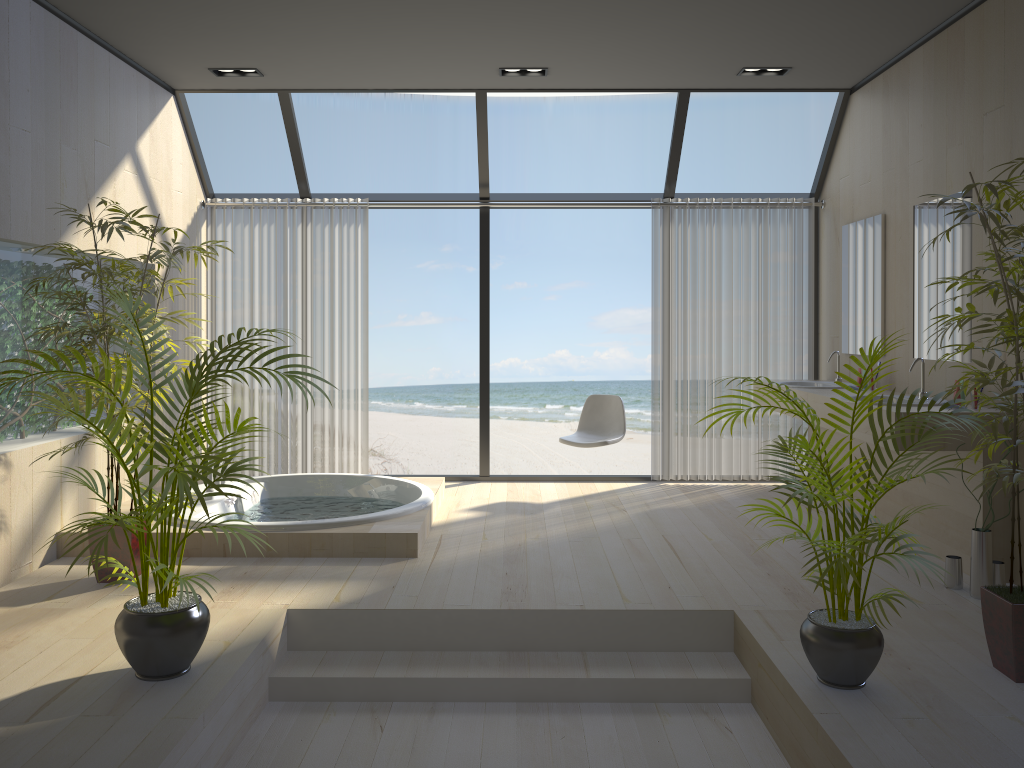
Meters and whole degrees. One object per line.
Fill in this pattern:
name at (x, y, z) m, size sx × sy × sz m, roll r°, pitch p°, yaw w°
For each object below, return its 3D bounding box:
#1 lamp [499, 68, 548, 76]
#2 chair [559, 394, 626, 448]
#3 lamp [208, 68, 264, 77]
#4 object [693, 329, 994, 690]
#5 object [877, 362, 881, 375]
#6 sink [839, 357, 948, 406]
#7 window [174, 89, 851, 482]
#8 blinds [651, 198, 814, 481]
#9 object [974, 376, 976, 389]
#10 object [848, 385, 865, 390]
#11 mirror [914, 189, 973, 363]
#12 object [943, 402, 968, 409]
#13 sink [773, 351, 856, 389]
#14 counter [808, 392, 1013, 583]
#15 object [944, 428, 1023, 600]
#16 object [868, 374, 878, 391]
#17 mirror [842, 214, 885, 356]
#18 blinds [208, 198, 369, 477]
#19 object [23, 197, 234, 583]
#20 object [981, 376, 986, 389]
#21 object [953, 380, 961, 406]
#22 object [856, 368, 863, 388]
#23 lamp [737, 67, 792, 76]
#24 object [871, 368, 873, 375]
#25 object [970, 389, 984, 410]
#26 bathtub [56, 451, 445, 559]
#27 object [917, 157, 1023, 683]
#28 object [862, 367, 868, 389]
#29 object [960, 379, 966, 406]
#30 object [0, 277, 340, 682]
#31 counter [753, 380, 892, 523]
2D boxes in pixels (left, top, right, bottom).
lamp at (0.071, -2.001, 5.533) m, size 0.301 × 0.112 × 0.164 m, roll 0°, pitch 3°, yaw 0°
chair at (0.574, 0.260, 6.165) m, size 0.369 × 0.347 × 0.455 m, roll 1°, pitch 3°, yaw 29°
lamp at (-1.727, -2.003, 5.545) m, size 0.301 × 0.112 × 0.164 m, roll 0°, pitch 3°, yaw 0°
object at (1.030, 0.391, 2.903) m, size 0.916 × 1.156 × 0.751 m, roll 1°, pitch 2°, yaw 34°
object at (2.197, -0.048, 5.341) m, size 0.054 × 0.175 × 0.012 m, roll 0°, pitch 0°, yaw 26°
sink at (1.965, 0.071, 4.575) m, size 0.504 × 0.419 × 0.575 m, roll 0°, pitch 3°, yaw 4°
window at (-0.006, -0.659, 6.321) m, size 4.560 × 2.813 × 0.745 m, roll 0°, pitch 1°, yaw 0°
blinds at (1.613, -0.329, 6.505) m, size 1.182 × 2.069 × 0.084 m, roll 0°, pitch 0°, yaw 0°
object at (2.156, 0.031, 4.120) m, size 0.012 × 0.178 × 0.050 m, roll 0°, pitch 1°, yaw 40°
object at (2.091, 0.023, 5.371) m, size 0.104 × 0.029 × 0.032 m, roll 3°, pitch 4°, yaw 41°
mirror at (2.286, -0.556, 4.689) m, size 0.023 × 0.868 × 0.654 m, roll 0°, pitch 2°, yaw 0°
object at (2.083, 0.102, 4.165) m, size 0.104 × 0.029 × 0.032 m, roll 3°, pitch 4°, yaw 41°
sink at (1.973, -0.008, 5.781) m, size 0.504 × 0.419 × 0.575 m, roll 0°, pitch 3°, yaw 4°
counter at (2.013, 0.484, 4.611) m, size 0.550 × 0.790 × 1.207 m, roll 0°, pitch 3°, yaw 0°
object at (2.123, 0.549, 3.872) m, size 0.407 × 0.748 × 0.274 m, roll 0°, pitch 1°, yaw -12°
object at (2.183, -0.007, 5.349) m, size 0.058 × 0.100 × 0.058 m, roll 0°, pitch 1°, yaw 7°
mirror at (2.265, -0.624, 5.725) m, size 0.023 × 0.868 × 0.654 m, roll 0°, pitch 2°, yaw 0°
blinds at (-1.641, -0.331, 6.527) m, size 1.182 × 2.069 × 0.084 m, roll 0°, pitch 0°, yaw 0°
object at (-1.871, 0.025, 4.088) m, size 0.787 × 1.755 × 0.936 m, roll 0°, pitch 1°, yaw 25°
object at (2.189, 0.031, 4.135) m, size 0.054 × 0.175 × 0.012 m, roll 0°, pitch 0°, yaw 26°
object at (2.128, 0.049, 4.232) m, size 0.039 × 0.135 × 0.039 m, roll 1°, pitch 1°, yaw 42°
object at (2.136, -0.030, 5.438) m, size 0.039 × 0.135 × 0.039 m, roll 0°, pitch 1°, yaw -41°
lamp at (1.572, -2.000, 5.523) m, size 0.301 × 0.112 × 0.164 m, roll 0°, pitch 3°, yaw 0°
object at (2.164, -0.048, 5.326) m, size 0.012 × 0.178 × 0.050 m, roll 0°, pitch 1°, yaw 40°
object at (2.175, 0.072, 4.143) m, size 0.058 × 0.100 × 0.058 m, roll 0°, pitch 1°, yaw 11°
bathtub at (-1.378, 0.764, 5.271) m, size 1.821 × 0.698 × 1.650 m, roll 0°, pitch 3°, yaw 0°
object at (1.779, 0.102, 2.937) m, size 0.787 × 1.755 × 0.936 m, roll 0°, pitch 1°, yaw 25°
object at (2.203, -0.036, 5.530) m, size 0.039 × 0.135 × 0.039 m, roll 0°, pitch 1°, yaw -41°
object at (2.195, 0.043, 4.324) m, size 0.039 × 0.135 × 0.039 m, roll 1°, pitch 1°, yaw 42°
object at (-1.125, 0.295, 3.004) m, size 1.065 × 1.345 × 0.874 m, roll 0°, pitch 1°, yaw -11°
counter at (2.021, 0.405, 5.817) m, size 0.550 × 0.790 × 1.207 m, roll 0°, pitch 3°, yaw 0°
